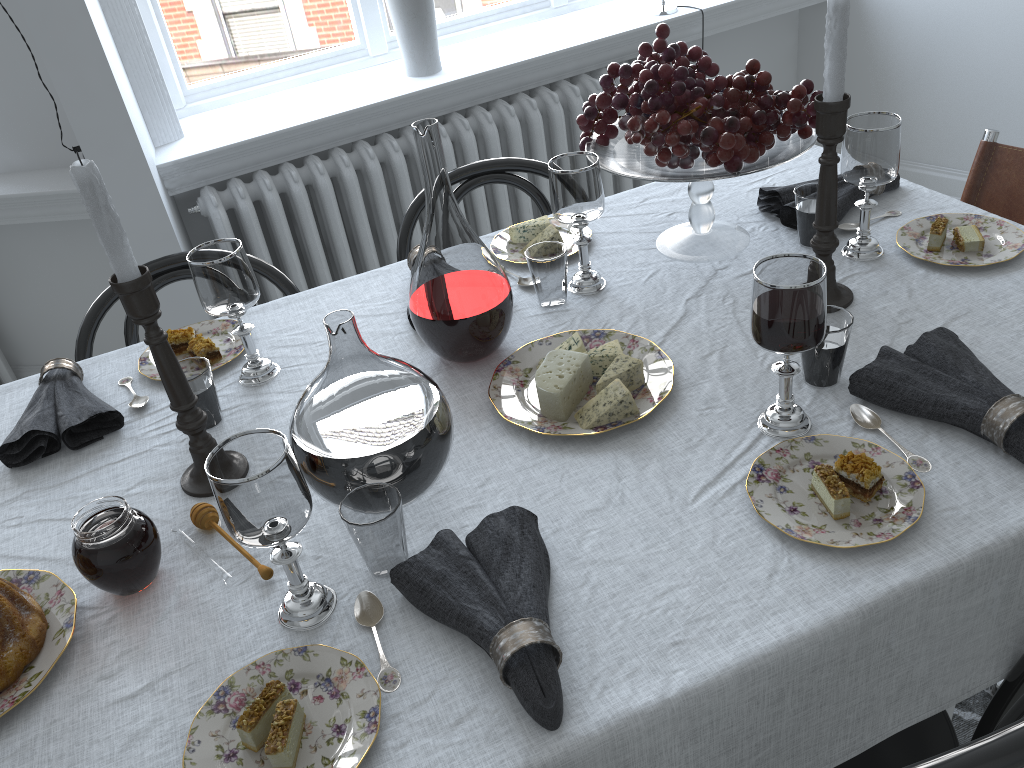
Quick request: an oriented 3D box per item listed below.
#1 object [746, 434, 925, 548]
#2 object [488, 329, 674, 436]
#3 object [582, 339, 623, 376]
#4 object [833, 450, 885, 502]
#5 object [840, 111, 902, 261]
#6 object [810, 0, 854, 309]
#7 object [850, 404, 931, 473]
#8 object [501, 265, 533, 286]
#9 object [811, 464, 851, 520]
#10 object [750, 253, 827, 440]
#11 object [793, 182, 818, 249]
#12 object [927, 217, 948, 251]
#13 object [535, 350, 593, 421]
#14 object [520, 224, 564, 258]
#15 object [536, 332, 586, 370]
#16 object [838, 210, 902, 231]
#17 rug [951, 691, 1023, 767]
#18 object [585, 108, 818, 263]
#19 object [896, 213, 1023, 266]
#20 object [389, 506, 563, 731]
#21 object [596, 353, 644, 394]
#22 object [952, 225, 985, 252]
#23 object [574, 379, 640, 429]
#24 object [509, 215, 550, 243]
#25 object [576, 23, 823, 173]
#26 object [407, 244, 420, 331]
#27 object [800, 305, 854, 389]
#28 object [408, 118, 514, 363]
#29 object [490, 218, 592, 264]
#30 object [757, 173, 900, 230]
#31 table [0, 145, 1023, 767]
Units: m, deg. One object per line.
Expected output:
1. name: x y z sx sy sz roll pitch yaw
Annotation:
1. object: 0.352 0.117 0.972 0.182 0.013 0.182 8 38 25
2. object: 0.094 -0.001 1.212 0.251 0.018 0.251 -1 35 13
3. object: 0.121 -0.027 1.223 0.077 0.039 0.040 -18 35 -12
4. object: 0.378 0.098 0.970 0.036 0.039 0.051 -31 39 -28
5. object: 0.543 -0.298 1.355 0.083 0.215 0.083 2 35 17
6. object: 0.428 -0.304 1.195 0.089 0.432 0.089 14 40 31
7. object: 0.440 0.061 1.033 0.031 0.012 0.131 -19 35 -14
8. object: 0.001 -0.185 1.511 0.031 0.012 0.131 -29 38 -26
9. object: 0.344 0.114 0.956 0.021 0.037 0.057 -12 34 -3
10. object: 0.319 -0.038 1.030 0.083 0.215 0.083 2 35 17
11. object: 0.489 -0.270 1.434 0.066 0.094 0.066 -7 34 4
12. object: 0.667 -0.236 1.388 0.021 0.037 0.057 13 40 30
13. object: 0.063 0.000 1.183 0.056 0.056 0.100 10 39 27
14. object: 0.052 -0.255 1.575 0.078 0.040 0.039 -15 34 -8
15. object: 0.070 -0.043 1.254 0.077 0.040 0.039 -13 34 -4
16. object: 0.600 -0.276 1.489 0.131 0.012 0.031 -22 36 -18
17. rug: 0.075 0.792 1.553 2.166 0.021 1.701 -19 35 -14
18. object: 0.313 -0.321 1.470 0.367 0.188 0.367 -30 38 -27
19. object: 0.697 -0.222 1.382 0.182 0.013 0.182 5 37 21
20. object: 0.011 0.208 0.887 0.165 0.061 0.247 -31 39 -28
21. object: 0.146 -0.002 1.177 0.040 0.040 0.077 11 39 29
22. object: 0.708 -0.226 1.379 0.037 0.021 0.057 -1 35 13
23. object: 0.118 0.023 1.126 0.078 0.040 0.039 -15 34 -8
24. object: 0.037 -0.274 1.610 0.077 0.039 0.040 -18 35 -12
25. object: 0.301 -0.456 1.375 0.318 0.215 0.347 -23 36 -18
26. object: -0.148 -0.168 1.483 0.165 0.061 0.247 -31 39 -28
27. object: 0.395 -0.043 1.124 0.066 0.094 0.066 -7 34 4
28. object: -0.087 -0.194 1.243 0.152 0.352 0.152 -24 36 -19
29. object: 0.053 -0.255 1.599 0.182 0.013 0.182 -1 35 13
30. object: 0.549 -0.348 1.566 0.247 0.061 0.165 -31 39 -28
31. table: -0.053 0.404 1.416 2.179 0.842 1.210 -20 35 -14
